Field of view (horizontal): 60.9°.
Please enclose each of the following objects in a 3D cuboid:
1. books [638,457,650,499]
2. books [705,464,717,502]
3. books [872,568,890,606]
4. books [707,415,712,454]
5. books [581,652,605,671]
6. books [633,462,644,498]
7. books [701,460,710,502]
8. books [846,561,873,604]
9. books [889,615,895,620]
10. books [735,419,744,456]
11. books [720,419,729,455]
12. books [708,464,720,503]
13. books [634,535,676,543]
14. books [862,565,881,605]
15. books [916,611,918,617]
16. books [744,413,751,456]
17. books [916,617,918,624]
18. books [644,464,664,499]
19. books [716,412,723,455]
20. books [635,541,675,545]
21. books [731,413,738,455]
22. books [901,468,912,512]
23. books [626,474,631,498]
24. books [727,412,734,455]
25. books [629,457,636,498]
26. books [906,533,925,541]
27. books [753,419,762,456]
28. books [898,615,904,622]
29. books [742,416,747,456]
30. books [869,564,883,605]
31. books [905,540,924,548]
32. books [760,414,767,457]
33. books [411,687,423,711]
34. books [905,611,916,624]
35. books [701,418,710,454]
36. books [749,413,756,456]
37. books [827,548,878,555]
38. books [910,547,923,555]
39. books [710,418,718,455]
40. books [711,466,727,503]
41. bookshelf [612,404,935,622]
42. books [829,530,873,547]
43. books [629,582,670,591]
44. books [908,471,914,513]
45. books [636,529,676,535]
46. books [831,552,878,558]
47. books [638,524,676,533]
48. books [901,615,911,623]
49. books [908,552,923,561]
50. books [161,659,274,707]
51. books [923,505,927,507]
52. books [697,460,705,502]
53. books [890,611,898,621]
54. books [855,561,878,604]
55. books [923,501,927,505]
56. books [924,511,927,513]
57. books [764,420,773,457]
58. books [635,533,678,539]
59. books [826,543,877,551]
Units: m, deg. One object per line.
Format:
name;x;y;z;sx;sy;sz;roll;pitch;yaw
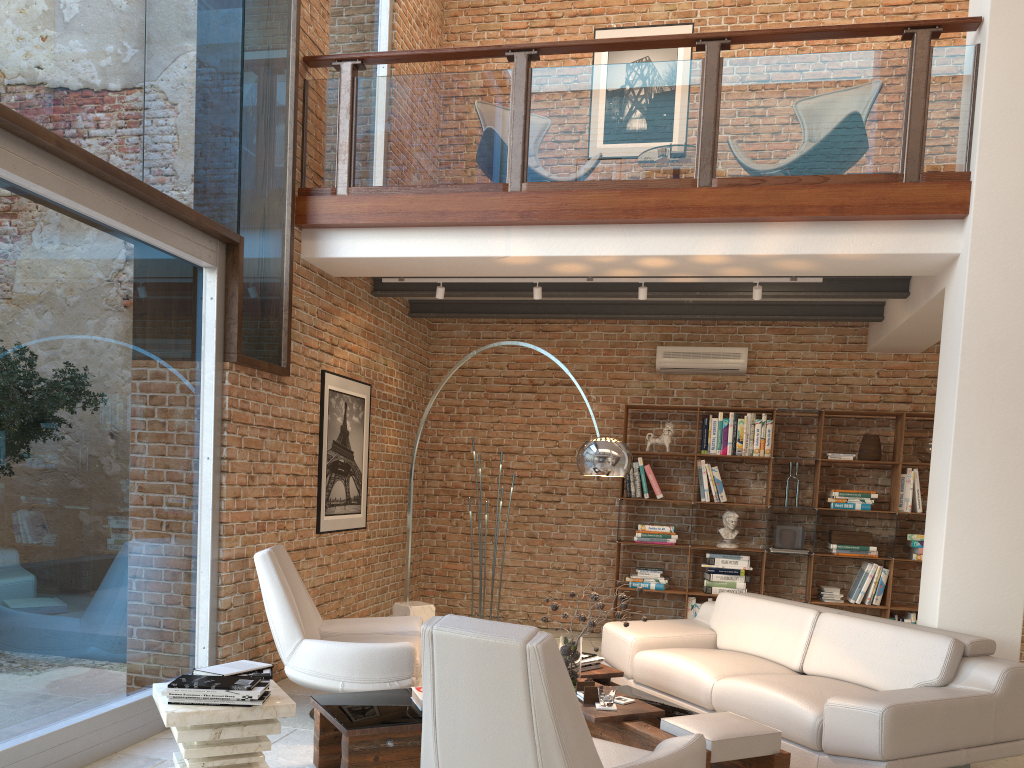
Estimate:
books;1.225;0.872;8.083;0.121;0.382;0.243;3;1;13
books;1.819;0.906;7.961;0.124;0.349;0.272;3;0;13
books;3.239;1.782;7.705;0.116;0.334;0.254;3;0;13
books;1.802;0.471;7.946;0.020;0.360;0.272;4;1;13
books;0.310;1.591;4.994;0.249;0.074;0.403;-3;-8;44
books;1.176;0.898;8.127;0.102;0.334;0.254;3;1;13
books;1.765;0.886;7.961;0.103;0.384;0.243;4;1;13
books;3.088;1.762;7.756;0.163;0.373;0.243;3;1;12
books;3.338;2.218;7.728;0.083;0.334;0.254;4;1;13
books;2.053;0.489;7.869;0.055;0.330;0.254;4;0;13
books;1.931;0.488;7.921;0.055;0.330;0.254;4;0;13
books;1.842;0.907;7.966;0.124;0.349;0.272;3;0;13
books;1.324;1.439;8.090;0.379;0.036;0.245;2;-6;7
books;3.177;1.771;7.723;0.097;0.355;0.272;4;0;13
books;3.600;2.195;7.659;0.069;0.386;0.243;4;1;13
books;2.126;0.466;7.880;0.036;0.384;0.243;4;1;13
books;3.550;2.220;7.656;0.083;0.334;0.254;4;1;13
books;1.319;0.908;8.089;0.194;0.319;0.254;3;0;12
books;1.883;0.458;7.914;0.036;0.384;0.243;4;1;13
books;1.333;1.469;8.097;0.355;0.020;0.273;1;-6;12
books;2.012;0.462;7.891;0.036;0.384;0.243;4;1;13
books;3.426;0.926;7.605;0.036;0.384;0.243;4;1;13
books;1.085;0.868;8.117;0.091;0.385;0.243;4;1;13
books;1.974;0.460;7.889;0.036;0.384;0.243;4;1;13
books;1.123;0.869;8.117;0.091;0.385;0.243;4;1;13
books;3.624;1.344;7.610;0.325;0.055;0.256;0;-6;22
books;2.202;0.493;7.846;0.055;0.330;0.254;4;0;13
books;3.412;2.219;7.712;0.083;0.334;0.254;4;1;13
books;2.094;0.477;7.874;0.020;0.360;0.272;4;1;13
books;3.200;1.775;7.728;0.097;0.355;0.272;4;0;13
books;3.638;1.400;7.610;0.326;0.055;0.256;1;-6;12
books;2.251;0.468;7.840;0.036;0.384;0.243;4;1;13
books;-0.308;1.529;4.247;0.327;0.056;0.255;5;-6;-17
books;3.509;2.193;7.674;0.069;0.386;0.243;4;1;13
books;1.763;0.484;7.957;0.055;0.330;0.254;4;0;13
books;2.160;0.465;7.860;0.036;0.384;0.243;4;1;13
books;3.023;1.484;7.754;0.379;0.036;0.245;2;-6;7
books;3.677;1.456;7.595;0.326;0.056;0.256;2;-6;7
books;1.835;0.484;7.922;0.055;0.330;0.254;4;0;13
books;1.885;0.916;7.942;0.158;0.330;0.254;3;0;13
bookshelf;2.484;1.342;7.825;3.028;2.208;0.363;2;4;12
books;2.998;1.366;7.726;0.335;0.119;0.214;2;-4;12
books;1.281;1.872;8.131;0.325;0.055;0.256;0;-6;22
books;3.456;0.941;7.610;0.020;0.360;0.272;4;1;13
books;1.339;1.376;8.096;0.355;0.020;0.273;2;-6;11
books;3.032;1.512;7.740;0.355;0.020;0.273;2;-6;11
books;1.348;1.337;8.090;0.326;0.055;0.256;1;-6;15
books;3.462;2.218;7.682;0.083;0.334;0.254;4;1;13
books;3.650;1.512;7.604;0.326;0.055;0.256;1;-6;15
books;-1.195;1.257;3.694;0.389;0.079;0.570;3;-6;-3
books;3.682;1.063;7.560;0.170;0.019;0.238;1;-6;15
books;1.734;0.888;7.992;0.101;0.384;0.243;4;1;13
books;3.375;2.204;7.717;0.051;0.360;0.272;4;1;13
books;3.124;1.760;7.724;0.161;0.374;0.243;3;1;12
books;3.675;1.035;7.556;0.132;0.034;0.206;3;-6;2
books;3.682;1.117;7.574;0.170;0.019;0.238;0;-7;20
books;2.301;0.498;7.848;0.055;0.330;0.254;4;0;13
books;1.335;1.402;8.079;0.379;0.036;0.245;2;-6;6
books;3.003;1.443;7.721;0.379;0.036;0.245;2;-6;11
